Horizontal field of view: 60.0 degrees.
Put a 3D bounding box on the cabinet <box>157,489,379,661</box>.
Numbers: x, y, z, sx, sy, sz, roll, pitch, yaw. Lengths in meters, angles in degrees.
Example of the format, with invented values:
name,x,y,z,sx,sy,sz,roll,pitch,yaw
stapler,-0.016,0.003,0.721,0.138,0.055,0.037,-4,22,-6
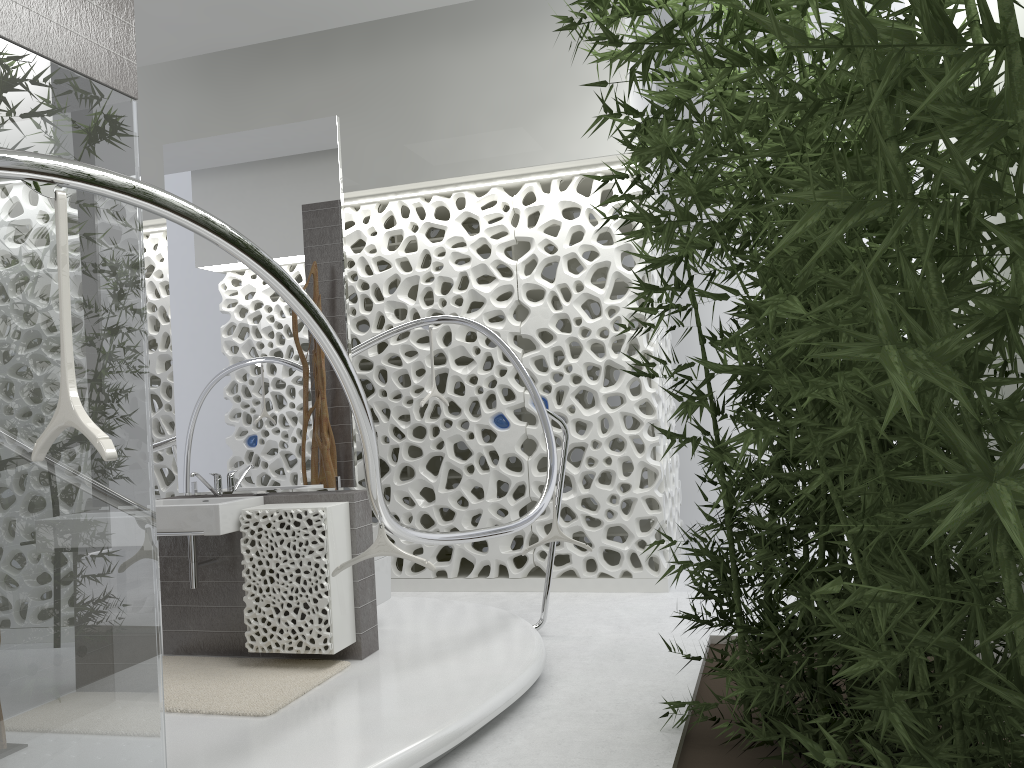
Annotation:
name,x,y,z,sx,sy,sz,roll,pitch,yaw
cabinet,-1.368,1.010,4.658,1.200,0.870,0.461,-4,-2,17

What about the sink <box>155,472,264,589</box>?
name,x,y,z,sx,sy,sz,roll,pitch,yaw
sink,-1.655,0.760,4.626,0.650,0.598,0.478,-4,-2,17

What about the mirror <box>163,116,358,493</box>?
name,x,y,z,sx,sy,sz,roll,pitch,yaw
mirror,-1.400,-0.409,4.872,1.100,1.980,0.030,-4,-2,17

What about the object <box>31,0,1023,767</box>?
name,x,y,z,sx,sy,sz,roll,pitch,yaw
object,0.641,-0.544,2.783,4.664,4.038,4.097,-2,-2,-24

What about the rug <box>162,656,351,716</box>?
name,x,y,z,sx,sy,sz,roll,pitch,yaw
rug,-1.463,1.431,4.251,1.153,0.016,0.775,-4,-2,17

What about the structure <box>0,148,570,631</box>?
name,x,y,z,sx,sy,sz,roll,pitch,yaw
structure,-2.597,0.610,4.131,5.250,2.080,5.433,-4,-2,12
